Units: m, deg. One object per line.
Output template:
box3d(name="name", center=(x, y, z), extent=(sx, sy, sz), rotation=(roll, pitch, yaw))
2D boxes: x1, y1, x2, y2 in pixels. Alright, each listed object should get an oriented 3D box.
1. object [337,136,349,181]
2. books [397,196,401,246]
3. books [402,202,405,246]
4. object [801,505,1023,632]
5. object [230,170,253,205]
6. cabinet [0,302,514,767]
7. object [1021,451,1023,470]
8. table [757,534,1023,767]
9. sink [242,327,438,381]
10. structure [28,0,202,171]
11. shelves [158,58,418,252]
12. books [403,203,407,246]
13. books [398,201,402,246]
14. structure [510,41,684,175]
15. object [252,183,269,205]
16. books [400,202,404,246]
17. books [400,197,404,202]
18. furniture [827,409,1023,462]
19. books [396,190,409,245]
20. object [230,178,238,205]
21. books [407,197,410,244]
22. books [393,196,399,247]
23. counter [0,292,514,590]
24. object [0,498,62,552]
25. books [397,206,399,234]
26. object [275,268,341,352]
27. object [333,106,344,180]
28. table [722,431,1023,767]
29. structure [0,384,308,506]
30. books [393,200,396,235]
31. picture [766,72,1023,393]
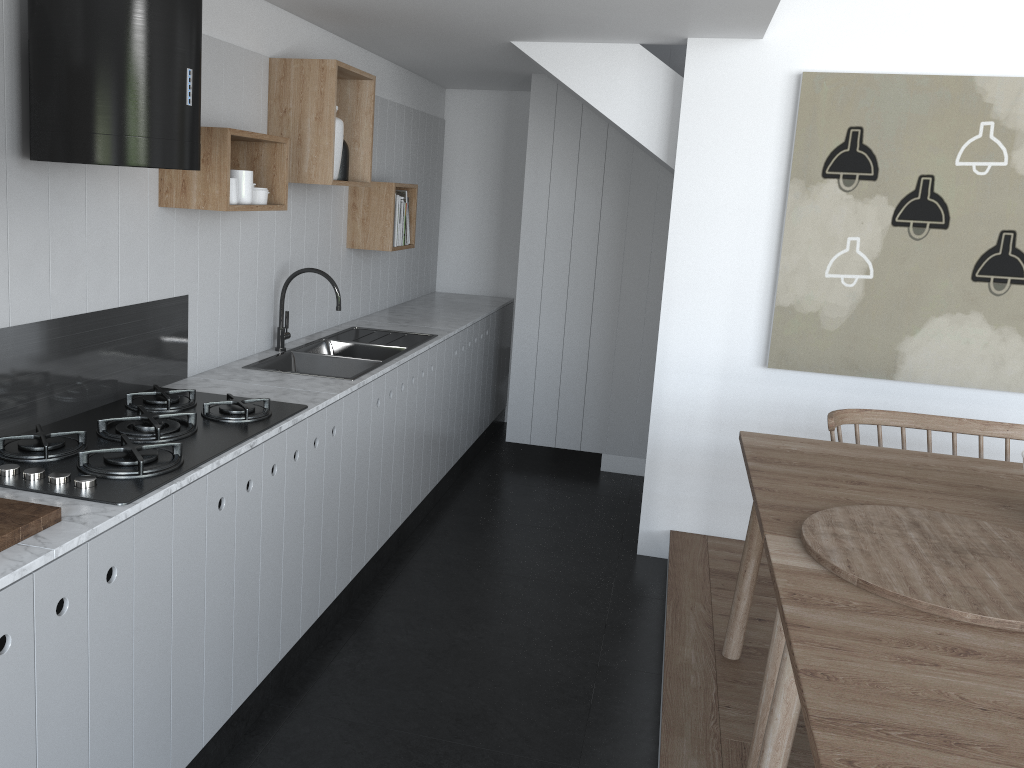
box3d(name="object", center=(-0.787, -1.010, 3.872), extent=(0.155, 0.234, 0.159), rotation=(5, 10, 9))
box3d(name="books", center=(-0.666, -0.856, 4.618), extent=(0.165, 0.255, 0.014), rotation=(6, 10, 13))
box3d(name="books", center=(-0.638, -0.848, 4.665), extent=(0.145, 0.226, 0.011), rotation=(6, 10, 13))
box3d(name="object", center=(0.957, 0.375, 1.830), extent=(0.698, 0.023, 0.584), rotation=(11, 14, 33))
box3d(name="object", center=(-0.917, -0.663, 2.983), extent=(0.087, 0.115, 0.086), rotation=(6, 11, 12))
box3d(name="cabinet", center=(-0.591, 0.384, 3.292), extent=(0.010, 0.741, 6.093), rotation=(6, 12, 10))
box3d(name="object", center=(1.369, 0.273, 2.078), extent=(0.318, 0.163, 0.314), rotation=(5, 12, 9))
box3d(name="table", center=(1.450, 0.899, 1.343), extent=(2.071, 0.744, 0.930), rotation=(6, 11, 13))
box3d(name="sink", center=(-0.703, -0.073, 3.887), extent=(0.459, 0.165, 1.171), rotation=(6, 12, 10))
box3d(name="structure", center=(-1.000, -0.995, 2.241), extent=(0.404, 0.862, 0.428), rotation=(-2, 12, -31))
box3d(name="shelves", center=(-0.939, -0.801, 3.098), extent=(0.304, 0.791, 3.561), rotation=(6, 12, 10))
box3d(name="books", center=(-0.632, -0.849, 4.677), extent=(0.145, 0.222, 0.015), rotation=(6, 10, 13))
box3d(name="books", center=(-0.653, -0.847, 4.633), extent=(0.151, 0.233, 0.015), rotation=(6, 10, 13))
box3d(name="structure", center=(1.605, -0.496, 4.343), extent=(3.656, 2.610, 1.049), rotation=(6, 10, 13))
box3d(name="object", center=(-0.918, -0.675, 3.130), extent=(0.107, 0.072, 0.131), rotation=(2, 12, -10))
box3d(name="books", center=(-0.644, -0.845, 4.645), extent=(0.145, 0.225, 0.011), rotation=(6, 10, 13))
box3d(name="books", center=(-0.646, -0.861, 4.654), extent=(0.144, 0.252, 0.011), rotation=(6, 10, 13))
box3d(name="furniture", center=(1.655, 0.584, 2.727), extent=(1.380, 0.804, 0.541), rotation=(6, 10, 13))
box3d(name="books", center=(-0.632, -0.892, 4.721), extent=(0.159, 0.288, 0.097), rotation=(6, 10, 12))
box3d(name="object", center=(-0.937, -0.630, 2.889), extent=(0.081, 0.087, 0.086), rotation=(-6, 14, -41))
box3d(name="books", center=(-0.620, -0.881, 4.742), extent=(0.144, 0.246, 0.076), rotation=(6, 10, 12))
box3d(name="books", center=(-0.666, -0.840, 4.546), extent=(0.165, 0.255, 0.014), rotation=(6, 10, 13))
box3d(name="counter", center=(-0.843, -0.024, 3.293), extent=(0.587, 0.020, 6.097), rotation=(6, 12, 10))
box3d(name="object", center=(-1.142, 0.272, 1.709), extent=(0.406, 0.030, 0.289), rotation=(6, 12, 12))
box3d(name="books", center=(-0.664, -0.828, 4.579), extent=(0.155, 0.218, 0.018), rotation=(6, 10, 13))
box3d(name="object", center=(-0.849, -0.305, 3.723), extent=(0.294, 0.371, 0.090), rotation=(6, 10, 13))
box3d(name="object", center=(-0.815, -1.001, 3.661), extent=(0.225, 0.299, 0.234), rotation=(1, 11, -15))
box3d(name="table", center=(1.625, 0.717, 2.241), extent=(2.071, 0.744, 0.930), rotation=(6, 11, 13))
box3d(name="structure", center=(-1.012, 0.116, 2.432), extent=(0.562, 0.048, 0.978), rotation=(6, 12, 11))
box3d(name="books", center=(-0.711, -0.855, 4.542), extent=(0.230, 0.278, 0.010), rotation=(6, 10, 13))
box3d(name="picture", center=(1.773, -0.600, 3.538), extent=(1.316, 1.209, 0.059), rotation=(6, 10, 13))
